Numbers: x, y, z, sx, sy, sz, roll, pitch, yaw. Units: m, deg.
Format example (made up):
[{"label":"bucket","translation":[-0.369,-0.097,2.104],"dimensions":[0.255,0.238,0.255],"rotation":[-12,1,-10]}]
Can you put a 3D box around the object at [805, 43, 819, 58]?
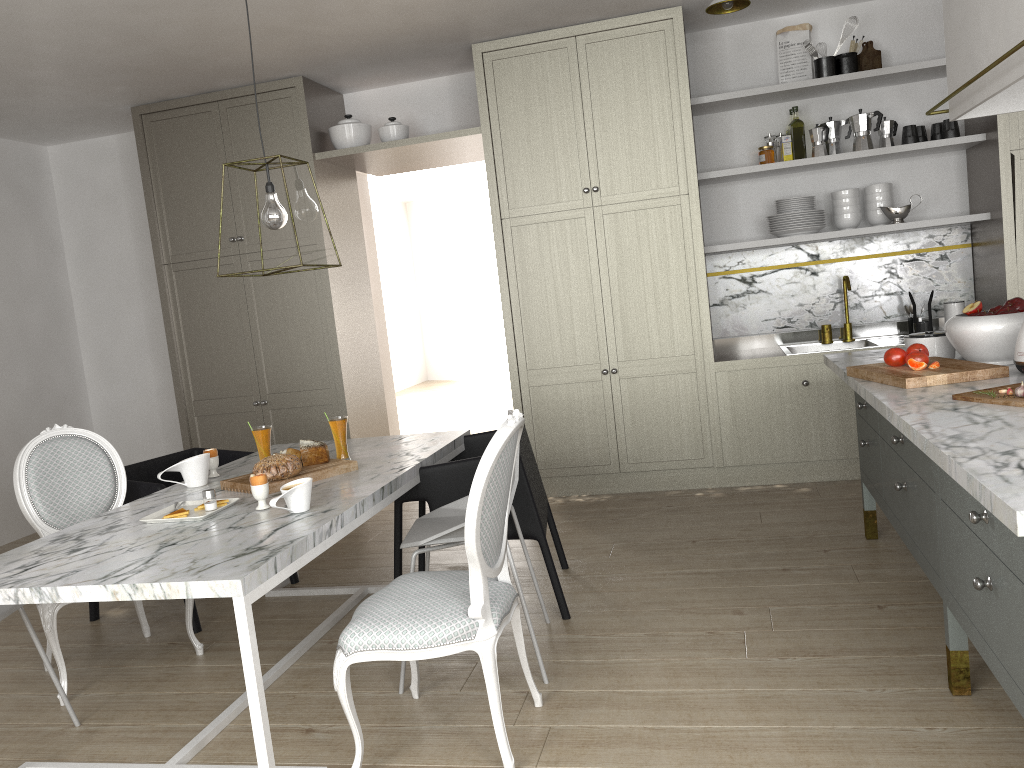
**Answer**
[{"label":"object","translation":[1.537,-1.608,4.419],"dimensions":[0.132,0.185,0.039],"rotation":[-6,6,4]}]

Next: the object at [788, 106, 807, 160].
[{"label":"object","translation":[1.452,-1.275,4.532],"dimensions":[0.082,0.282,0.089],"rotation":[-6,6,9]}]

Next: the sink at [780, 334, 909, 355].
[{"label":"sink","translation":[1.832,-0.126,4.484],"dimensions":[0.877,0.174,0.475],"rotation":[-5,6,14]}]

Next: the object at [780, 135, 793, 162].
[{"label":"object","translation":[1.414,-1.204,4.574],"dimensions":[0.044,0.141,0.077],"rotation":[-6,6,9]}]

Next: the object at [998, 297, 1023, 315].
[{"label":"object","translation":[1.525,-0.215,2.701],"dimensions":[0.071,0.091,0.167],"rotation":[-2,8,39]}]

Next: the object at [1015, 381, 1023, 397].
[{"label":"object","translation":[1.188,0.011,2.063],"dimensions":[0.034,0.037,0.033],"rotation":[-7,6,-9]}]

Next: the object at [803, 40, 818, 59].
[{"label":"object","translation":[1.507,-1.652,4.446],"dimensions":[0.085,0.148,0.050],"rotation":[-5,6,16]}]

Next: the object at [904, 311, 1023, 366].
[{"label":"object","translation":[1.517,-0.158,2.860],"dimensions":[0.364,0.156,0.491],"rotation":[-8,6,-10]}]

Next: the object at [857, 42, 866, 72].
[{"label":"object","translation":[1.787,-1.634,4.480],"dimensions":[0.092,0.185,0.023],"rotation":[-4,6,24]}]

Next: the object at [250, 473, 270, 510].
[{"label":"object","translation":[-0.712,0.302,2.510],"dimensions":[0.050,0.101,0.050],"rotation":[-4,6,20]}]

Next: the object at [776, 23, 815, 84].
[{"label":"object","translation":[1.464,-1.678,4.575],"dimensions":[0.183,0.327,0.074],"rotation":[-4,6,23]}]

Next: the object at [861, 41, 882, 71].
[{"label":"object","translation":[1.804,-1.632,4.449],"dimensions":[0.092,0.183,0.038],"rotation":[-4,6,24]}]

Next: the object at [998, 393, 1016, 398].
[{"label":"object","translation":[1.173,0.025,2.090],"dimensions":[0.059,0.008,0.043],"rotation":[-11,7,-34]}]

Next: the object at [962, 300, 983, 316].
[{"label":"object","translation":[1.456,-0.238,2.805],"dimensions":[0.054,0.048,0.061],"rotation":[-9,6,-23]}]

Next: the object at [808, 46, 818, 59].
[{"label":"object","translation":[1.564,-1.622,4.496],"dimensions":[0.098,0.199,0.059],"rotation":[-3,7,33]}]

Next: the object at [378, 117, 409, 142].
[{"label":"object","translation":[-0.649,-1.384,4.876],"dimensions":[0.174,0.161,0.176],"rotation":[-5,6,18]}]

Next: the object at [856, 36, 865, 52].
[{"label":"object","translation":[1.721,-1.641,4.452],"dimensions":[0.106,0.191,0.016],"rotation":[-4,6,24]}]

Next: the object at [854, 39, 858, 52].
[{"label":"object","translation":[1.716,-1.634,4.471],"dimensions":[0.079,0.202,0.023],"rotation":[-7,6,-6]}]

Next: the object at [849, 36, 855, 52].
[{"label":"object","translation":[1.692,-1.629,4.435],"dimensions":[0.023,0.201,0.083],"rotation":[-9,6,-21]}]

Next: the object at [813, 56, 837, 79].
[{"label":"object","translation":[1.576,-1.573,4.456],"dimensions":[0.108,0.118,0.108],"rotation":[-6,6,5]}]

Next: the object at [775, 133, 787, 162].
[{"label":"object","translation":[1.411,-1.226,4.641],"dimensions":[0.059,0.172,0.059],"rotation":[-2,8,40]}]

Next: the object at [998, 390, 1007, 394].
[{"label":"object","translation":[1.184,0.017,2.142],"dimensions":[0.015,0.010,0.028],"rotation":[-8,6,-12]}]

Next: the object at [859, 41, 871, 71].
[{"label":"object","translation":[1.798,-1.632,4.459],"dimensions":[0.092,0.183,0.038],"rotation":[-4,6,24]}]

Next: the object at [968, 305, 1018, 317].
[{"label":"object","translation":[1.486,-0.203,2.745],"dimensions":[0.135,0.074,0.154],"rotation":[-6,6,9]}]

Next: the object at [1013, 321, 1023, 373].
[{"label":"object","translation":[1.474,-0.150,2.443],"dimensions":[0.204,0.236,0.178],"rotation":[-11,8,-40]}]

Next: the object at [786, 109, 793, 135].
[{"label":"object","translation":[1.468,-1.285,4.612],"dimensions":[0.066,0.282,0.066],"rotation":[-6,6,4]}]

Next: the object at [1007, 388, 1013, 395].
[{"label":"object","translation":[1.183,0.018,2.104],"dimensions":[0.013,0.017,0.030],"rotation":[-4,6,22]}]

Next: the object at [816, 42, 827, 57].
[{"label":"object","translation":[1.585,-1.667,4.503],"dimensions":[0.050,0.148,0.085],"rotation":[-8,6,-14]}]

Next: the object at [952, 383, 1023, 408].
[{"label":"object","translation":[1.242,0.029,2.078],"dimensions":[0.220,0.012,0.330],"rotation":[-8,6,-16]}]

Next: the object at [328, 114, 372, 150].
[{"label":"object","translation":[-0.897,-1.388,4.932],"dimensions":[0.241,0.214,0.243],"rotation":[-5,6,18]}]

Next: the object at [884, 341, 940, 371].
[{"label":"object","translation":[1.202,-0.088,2.644],"dimensions":[0.135,0.079,0.194],"rotation":[-6,6,2]}]

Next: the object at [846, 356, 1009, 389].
[{"label":"object","translation":[1.221,-0.037,2.642],"dimensions":[0.290,0.030,0.400],"rotation":[-7,6,-1]}]

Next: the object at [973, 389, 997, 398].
[{"label":"object","translation":[1.203,0.012,2.080],"dimensions":[0.116,0.058,0.224],"rotation":[-12,8,-40]}]

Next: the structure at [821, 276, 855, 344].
[{"label":"structure","translation":[1.690,-0.385,4.630],"dimensions":[0.167,0.347,0.195],"rotation":[-4,6,21]}]

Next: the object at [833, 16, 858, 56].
[{"label":"object","translation":[1.641,-1.710,4.374],"dimensions":[0.135,0.187,0.070],"rotation":[-5,6,17]}]

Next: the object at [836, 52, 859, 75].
[{"label":"object","translation":[1.686,-1.592,4.470],"dimensions":[0.112,0.128,0.112],"rotation":[-7,6,-3]}]

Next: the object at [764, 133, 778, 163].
[{"label":"object","translation":[1.350,-1.217,4.621],"dimensions":[0.059,0.172,0.059],"rotation":[-8,6,-14]}]
